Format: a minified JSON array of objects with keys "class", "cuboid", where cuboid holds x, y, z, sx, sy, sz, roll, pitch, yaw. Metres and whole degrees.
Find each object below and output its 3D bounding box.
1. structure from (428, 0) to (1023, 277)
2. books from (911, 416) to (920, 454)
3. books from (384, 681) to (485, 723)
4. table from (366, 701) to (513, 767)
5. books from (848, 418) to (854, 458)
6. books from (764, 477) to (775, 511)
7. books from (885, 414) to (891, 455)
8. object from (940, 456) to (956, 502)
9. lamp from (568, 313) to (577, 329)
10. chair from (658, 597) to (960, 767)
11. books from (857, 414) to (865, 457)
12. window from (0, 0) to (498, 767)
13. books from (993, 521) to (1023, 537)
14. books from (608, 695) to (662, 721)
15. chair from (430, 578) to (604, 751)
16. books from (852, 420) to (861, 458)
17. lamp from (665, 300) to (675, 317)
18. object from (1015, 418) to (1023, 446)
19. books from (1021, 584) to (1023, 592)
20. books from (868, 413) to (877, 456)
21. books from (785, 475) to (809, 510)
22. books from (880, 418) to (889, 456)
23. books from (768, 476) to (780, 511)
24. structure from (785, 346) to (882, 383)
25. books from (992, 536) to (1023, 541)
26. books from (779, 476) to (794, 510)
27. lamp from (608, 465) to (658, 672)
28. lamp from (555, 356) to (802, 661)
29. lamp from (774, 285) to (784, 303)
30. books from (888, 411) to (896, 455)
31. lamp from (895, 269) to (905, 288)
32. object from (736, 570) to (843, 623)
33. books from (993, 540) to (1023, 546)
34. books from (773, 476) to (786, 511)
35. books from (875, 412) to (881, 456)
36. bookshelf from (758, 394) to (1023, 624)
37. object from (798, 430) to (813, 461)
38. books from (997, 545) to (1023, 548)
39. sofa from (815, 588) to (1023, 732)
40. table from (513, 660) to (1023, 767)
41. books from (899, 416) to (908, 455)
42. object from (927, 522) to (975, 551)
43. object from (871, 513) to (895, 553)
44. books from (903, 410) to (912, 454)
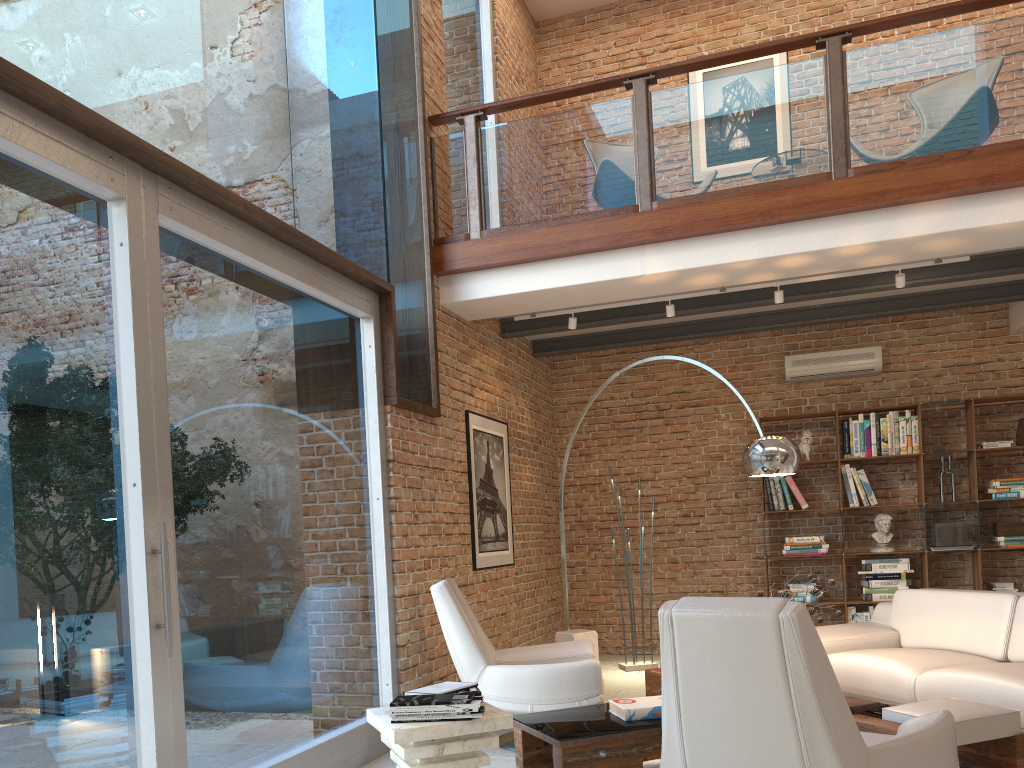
[{"class":"structure","cuboid":[2.879,-0.875,0.693,10.196,4.087,14.007,-6,-10,18]},{"class":"books","cuboid":[3.491,0.454,7.579,0.056,0.326,0.256,-3,-3,18]},{"class":"books","cuboid":[-0.301,1.348,3.726,0.389,0.078,0.577,-3,-10,2]},{"class":"table","cuboid":[-0.304,1.629,3.674,0.494,0.499,0.501,-1,-5,-22]},{"class":"books","cuboid":[3.004,0.492,7.733,0.021,0.355,0.273,-3,-3,18]},{"class":"books","cuboid":[2.347,0.975,7.954,0.091,0.381,0.245,-3,-2,18]},{"class":"books","cuboid":[3.287,0.459,7.629,0.021,0.355,0.273,-3,-3,18]},{"class":"object","cuboid":[3.713,0.813,7.438,0.122,0.395,0.062,-3,0,21]},{"class":"lamp","cuboid":[0.449,-0.460,6.471,0.059,0.128,0.087,-3,-3,-12]},{"class":"chair","cuboid":[0.925,1.208,3.030,1.035,1.005,0.975,-6,-6,35]},{"class":"books","cuboid":[3.080,0.468,7.693,0.036,0.380,0.245,-3,-2,18]},{"class":"window","cuboid":[-2.229,-1.519,1.829,0.649,6.316,12.465,-3,-7,18]},{"class":"books","cuboid":[4.247,1.216,7.322,0.337,0.117,0.215,-6,-8,18]},{"class":"books","cuboid":[0.655,1.546,4.167,0.326,0.056,0.259,-1,-10,-11]},{"class":"chair","cuboid":[0.036,1.635,5.192,0.984,0.988,1.038,-3,-5,2]},{"class":"books","cuboid":[3.036,0.499,7.705,0.056,0.326,0.256,-3,-3,18]},{"class":"lamp","cuboid":[1.134,-0.538,6.245,0.061,0.120,0.086,-3,-3,20]},{"class":"object","cuboid":[4.284,0.402,7.232,0.193,0.230,0.195,-1,-4,-24]},{"class":"books","cuboid":[4.374,1.596,7.314,0.164,0.368,0.245,-3,-3,18]},{"class":"books","cuboid":[3.167,0.457,7.658,0.036,0.380,0.245,-3,-2,18]},{"class":"books","cuboid":[2.579,0.985,7.897,0.195,0.315,0.256,-4,-4,18]},{"class":"books","cuboid":[3.246,0.475,7.627,0.056,0.326,0.256,-3,-3,18]},{"class":"books","cuboid":[2.385,0.972,7.950,0.091,0.381,0.245,-3,-2,18]},{"class":"structure","cuboid":[2.891,-0.172,7.864,0.816,0.217,0.201,-6,-5,18]},{"class":"books","cuboid":[4.258,1.291,7.311,0.381,0.036,0.247,-6,-10,17]},{"class":"books","cuboid":[2.482,0.961,7.904,0.121,0.378,0.245,-3,-3,18]},{"class":"lamp","cuboid":[1.072,1.618,7.688,0.418,1.804,0.200,-3,0,-12]},{"class":"lamp","cuboid":[0.985,0.989,5.595,0.319,2.326,2.054,-3,-3,-36]},{"class":"lamp","cuboid":[1.840,-0.611,6.009,0.061,0.128,0.086,-3,-3,20]},{"class":"books","cuboid":[3.318,0.445,7.633,0.036,0.380,0.245,-3,-2,18]},{"class":"lamp","cuboid":[2.572,-0.695,5.775,0.061,0.114,0.095,-4,-4,25]},{"class":"object","cuboid":[1.399,1.229,4.363,0.541,0.601,0.319,-2,-2,-11]},{"class":"books","cuboid":[4.284,1.331,7.339,0.381,0.036,0.247,-5,-10,13]},{"class":"books","cuboid":[2.441,0.995,7.952,0.103,0.330,0.256,-3,-3,18]},{"class":"books","cuboid":[3.206,0.455,7.656,0.036,0.380,0.245,-3,-2,18]},{"class":"bookshelf","cuboid":[3.745,1.258,7.478,3.046,2.181,0.365,-5,0,18]},{"class":"object","cuboid":[2.567,0.558,7.812,0.253,0.280,0.131,-5,-2,26]},{"class":"books","cuboid":[4.294,1.356,7.322,0.357,0.020,0.275,-6,-10,16]},{"class":"sofa","cuboid":[2.668,1.563,4.857,1.142,0.745,2.367,0,-9,-21]},{"class":"table","cuboid":[1.015,1.717,4.341,1.968,0.424,2.242,1,-10,-21]},{"class":"books","cuboid":[3.392,0.461,7.589,0.056,0.326,0.256,-3,-3,18]},{"class":"object","cuboid":[3.742,1.303,7.462,0.337,0.230,0.286,-5,-6,18]},{"class":"object","cuboid":[3.251,1.305,7.653,0.197,0.347,0.194,-4,-2,34]},{"class":"books","cuboid":[3.438,0.429,7.579,0.036,0.380,0.245,-3,-2,18]}]
